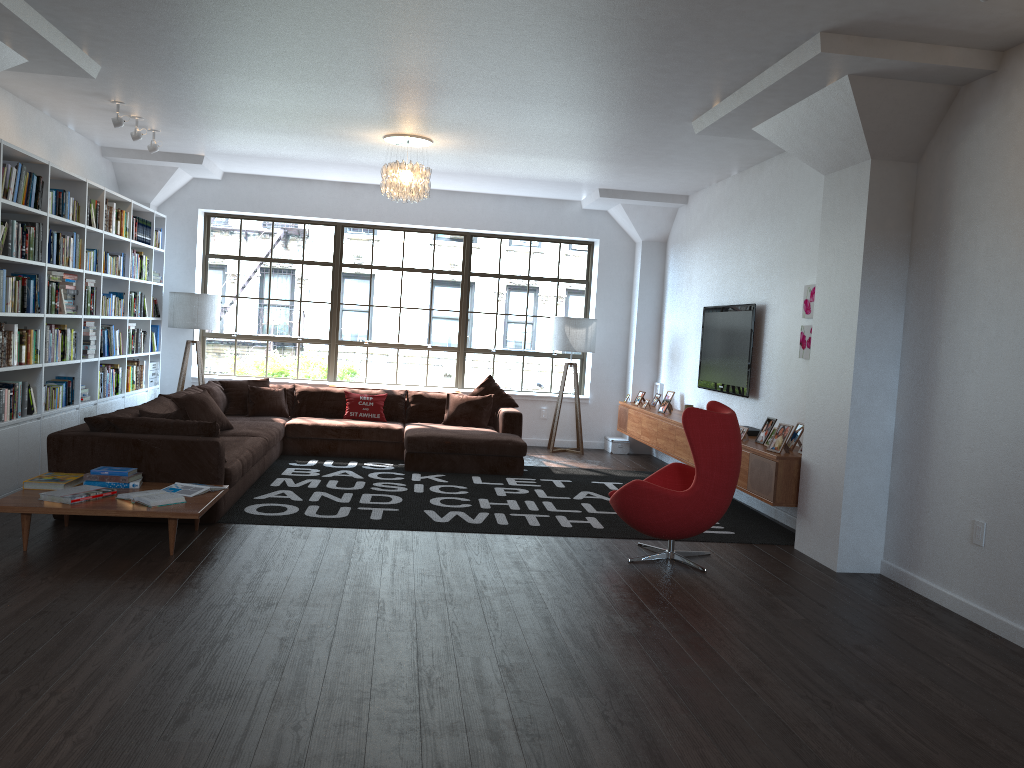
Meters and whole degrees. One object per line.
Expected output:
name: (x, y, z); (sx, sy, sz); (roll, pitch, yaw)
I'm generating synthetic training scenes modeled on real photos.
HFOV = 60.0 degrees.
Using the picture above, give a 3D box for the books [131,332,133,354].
books: (-3.888, -0.417, 8.894); (0.161, 0.223, 0.030); (3, 3, -7)

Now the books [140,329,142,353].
books: (-3.937, -0.452, 9.213); (0.160, 0.251, 0.039); (3, 3, -7)

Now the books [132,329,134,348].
books: (-3.905, -0.434, 8.925); (0.183, 0.253, 0.039); (3, 3, -7)

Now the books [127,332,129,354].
books: (-3.879, -0.410, 8.783); (0.161, 0.223, 0.030); (3, 3, -7)

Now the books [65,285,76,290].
books: (-3.692, -0.794, 7.254); (0.161, 0.033, 0.223); (3, 3, -7)

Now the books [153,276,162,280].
books: (-3.974, -1.157, 9.592); (0.284, 0.033, 0.197); (4, 3, 8)

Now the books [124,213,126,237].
books: (-3.794, -1.521, 8.478); (0.174, 0.240, 0.045); (3, 3, -7)

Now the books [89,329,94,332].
books: (-3.741, -0.468, 7.710); (0.161, 0.026, 0.223); (2, 3, -18)

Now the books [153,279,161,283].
books: (-3.976, -1.123, 9.594); (0.284, 0.035, 0.197); (5, 4, 23)

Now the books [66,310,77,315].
books: (-3.691, -0.592, 7.257); (0.171, 0.039, 0.246); (3, 3, -7)

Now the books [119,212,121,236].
books: (-3.773, -1.508, 8.340); (0.168, 0.231, 0.037); (3, 3, -7)

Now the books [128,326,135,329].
books: (-3.889, -0.568, 8.820); (0.223, 0.031, 0.161); (3, 3, -7)

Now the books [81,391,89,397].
books: (-3.840, 0.085, 7.706); (0.284, 0.033, 0.197); (2, 4, -22)

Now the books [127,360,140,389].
books: (-3.936, -0.095, 9.184); (0.140, 0.298, 0.044); (3, 3, -7)

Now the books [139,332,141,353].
books: (-3.928, -0.436, 9.179); (0.161, 0.223, 0.032); (3, 3, -7)

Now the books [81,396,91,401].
books: (-3.842, 0.119, 7.708); (0.284, 0.035, 0.197); (3, 3, -7)

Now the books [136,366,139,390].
books: (-3.949, -0.068, 9.133); (0.189, 0.247, 0.057); (3, 3, -7)

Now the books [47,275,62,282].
books: (-3.620, -0.822, 6.860); (0.174, 0.045, 0.240); (3, 3, -8)

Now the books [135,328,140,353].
books: (-3.924, -0.447, 9.113); (0.183, 0.253, 0.042); (3, 3, -7)

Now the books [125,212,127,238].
books: (-3.790, -1.529, 8.513); (0.160, 0.250, 0.026); (3, 3, -7)

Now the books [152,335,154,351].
books: (-3.982, -0.462, 9.626); (0.161, 0.218, 0.101); (3, 3, -7)

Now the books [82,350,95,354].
books: (-3.788, -0.287, 7.721); (0.251, 0.037, 0.160); (3, 3, -2)

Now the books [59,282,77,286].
books: (-3.707, -0.825, 7.274); (0.223, 0.027, 0.161); (2, 3, -18)

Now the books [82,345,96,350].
books: (-3.793, -0.327, 7.742); (0.259, 0.040, 0.180); (3, 3, -7)

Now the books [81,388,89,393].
books: (-3.843, 0.051, 7.707); (0.254, 0.032, 0.174); (3, 3, -2)

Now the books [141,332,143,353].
books: (-3.936, -0.432, 9.251); (0.161, 0.221, 0.035); (3, 3, -8)

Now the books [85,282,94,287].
books: (-3.718, -0.859, 7.590); (0.223, 0.031, 0.161); (3, 3, -7)

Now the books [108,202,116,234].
books: (-3.751, -1.526, 8.166); (0.176, 0.290, 0.053); (3, 3, -7)

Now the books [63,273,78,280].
books: (-3.674, -0.882, 7.262); (0.129, 0.043, 0.185); (4, 3, 7)

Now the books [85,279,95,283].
books: (-3.717, -0.889, 7.597); (0.224, 0.030, 0.161); (4, 3, 3)

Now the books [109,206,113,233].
books: (-3.740, -1.499, 8.085); (0.171, 0.246, 0.057); (3, 3, -7)

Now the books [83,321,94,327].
books: (-3.750, -0.526, 7.706); (0.185, 0.041, 0.129); (4, 3, 7)

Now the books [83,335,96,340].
books: (-3.776, -0.408, 7.717); (0.253, 0.040, 0.183); (3, 3, -7)

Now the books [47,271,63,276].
books: (-3.607, -0.856, 6.837); (0.223, 0.027, 0.161); (4, 3, 2)

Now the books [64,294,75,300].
books: (-3.697, -0.716, 7.256); (0.168, 0.045, 0.231); (3, 3, -12)

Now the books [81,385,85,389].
books: (-3.837, 0.023, 7.704); (0.204, 0.025, 0.144); (3, 3, -7)

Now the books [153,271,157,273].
books: (-3.971, -1.218, 9.587); (0.204, 0.025, 0.144); (5, 4, 23)

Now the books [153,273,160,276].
books: (-3.969, -1.189, 9.586); (0.254, 0.032, 0.174); (5, 4, 28)

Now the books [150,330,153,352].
books: (-3.968, -0.466, 9.565); (0.172, 0.235, 0.112); (3, 3, -7)

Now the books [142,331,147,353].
books: (-3.952, -0.448, 9.336); (0.168, 0.228, 0.139); (3, 3, -7)

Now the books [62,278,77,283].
books: (-3.683, -0.850, 7.266); (0.144, 0.024, 0.208); (3, 3, -2)

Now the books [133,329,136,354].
books: (-3.910, -0.436, 8.994); (0.171, 0.246, 0.036); (3, 3, -7)

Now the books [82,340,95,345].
books: (-3.775, -0.368, 7.728); (0.231, 0.044, 0.168); (3, 3, -12)

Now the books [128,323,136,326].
books: (-3.888, -0.598, 8.826); (0.224, 0.030, 0.161); (4, 3, 3)

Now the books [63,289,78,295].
books: (-3.687, -0.758, 7.250); (0.183, 0.042, 0.253); (3, 3, -7)

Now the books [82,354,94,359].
books: (-3.788, -0.249, 7.721); (0.246, 0.038, 0.171); (3, 3, -7)

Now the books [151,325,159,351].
books: (-4.002, -0.510, 9.813); (0.176, 0.290, 0.053); (3, 3, -7)

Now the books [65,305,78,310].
books: (-3.691, -0.631, 7.252); (0.160, 0.039, 0.251); (3, 3, -2)

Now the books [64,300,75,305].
books: (-3.712, -0.672, 7.243); (0.180, 0.042, 0.259); (3, 3, -7)

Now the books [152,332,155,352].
books: (-3.982, -0.461, 9.665); (0.161, 0.213, 0.118); (3, 3, -7)

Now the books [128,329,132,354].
books: (-3.882, -0.428, 8.822); (0.174, 0.251, 0.051); (3, 3, -7)

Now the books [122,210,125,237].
books: (-3.774, -1.523, 8.408); (0.183, 0.253, 0.034); (3, 3, -7)

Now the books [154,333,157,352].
books: (-3.994, -0.463, 9.714); (0.161, 0.213, 0.146); (3, 3, -7)

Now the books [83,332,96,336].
books: (-3.768, -0.443, 7.723); (0.223, 0.032, 0.161); (3, 3, -7)

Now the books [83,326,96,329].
books: (-3.749, -0.494, 7.715); (0.208, 0.024, 0.144); (3, 3, -2)
